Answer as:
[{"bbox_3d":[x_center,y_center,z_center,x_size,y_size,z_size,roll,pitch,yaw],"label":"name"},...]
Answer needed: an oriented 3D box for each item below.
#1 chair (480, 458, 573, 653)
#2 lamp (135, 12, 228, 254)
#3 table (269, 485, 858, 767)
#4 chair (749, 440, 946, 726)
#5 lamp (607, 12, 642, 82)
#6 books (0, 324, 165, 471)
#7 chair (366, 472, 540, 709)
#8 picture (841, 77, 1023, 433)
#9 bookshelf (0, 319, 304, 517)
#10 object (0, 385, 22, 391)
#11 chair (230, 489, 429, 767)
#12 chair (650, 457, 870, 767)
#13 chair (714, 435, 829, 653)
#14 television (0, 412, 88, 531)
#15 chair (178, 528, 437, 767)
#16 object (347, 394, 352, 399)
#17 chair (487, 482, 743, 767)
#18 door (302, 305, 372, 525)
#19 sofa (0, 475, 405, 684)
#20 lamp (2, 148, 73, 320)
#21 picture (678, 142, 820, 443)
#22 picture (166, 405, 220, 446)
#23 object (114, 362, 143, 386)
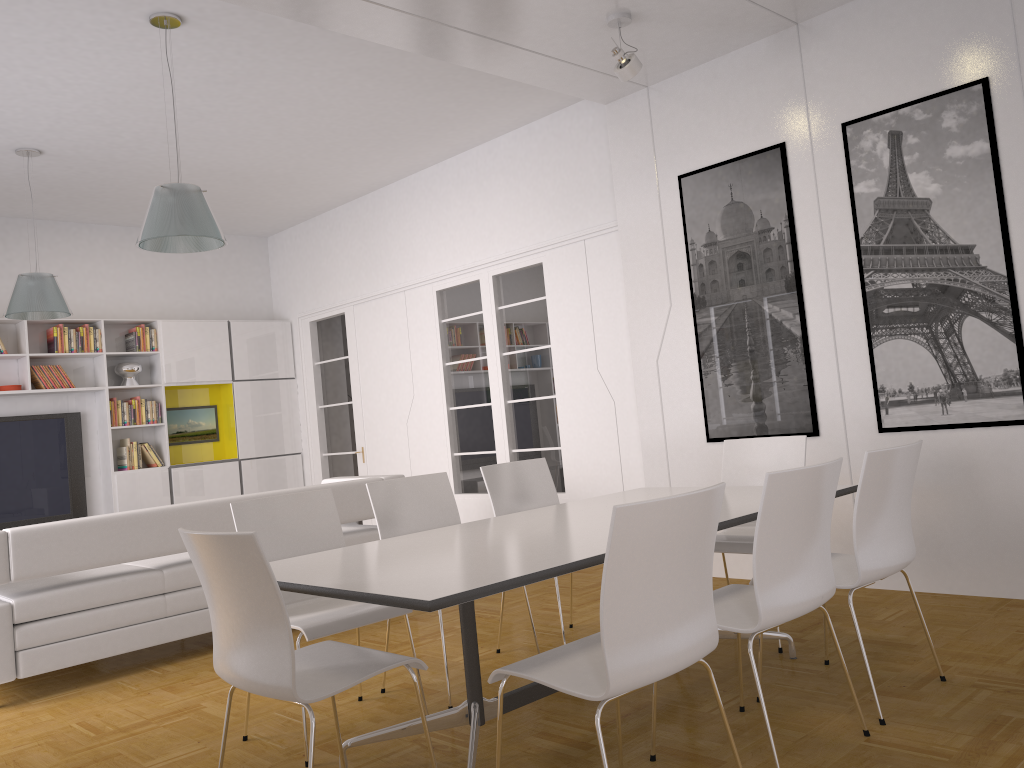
[{"bbox_3d":[0.217,0.855,4.505,0.561,0.932,0.574,-3,-4,-44],"label":"chair"},{"bbox_3d":[-1.828,-1.368,4.792,0.465,1.251,0.464,-2,-5,-44],"label":"lamp"},{"bbox_3d":[0.279,0.910,3.473,2.412,0.723,1.209,-3,-3,-44],"label":"table"},{"bbox_3d":[1.278,0.708,3.377,0.561,0.932,0.574,-3,-4,-44],"label":"chair"},{"bbox_3d":[0.631,-1.869,4.957,0.173,0.365,0.167,-5,-3,-1],"label":"lamp"},{"bbox_3d":[-4.960,0.190,7.580,3.864,1.457,0.235,-3,-4,-44],"label":"books"},{"bbox_3d":[-0.288,0.885,4.019,0.561,0.932,0.574,-3,-4,-44],"label":"chair"},{"bbox_3d":[2.241,-0.646,4.749,0.016,1.782,0.785,-2,-5,-44],"label":"picture"},{"bbox_3d":[-4.401,0.659,8.090,5.367,2.483,0.389,-3,-4,-44],"label":"bookshelf"},{"bbox_3d":[-4.526,0.044,7.999,0.182,0.054,0.182,-8,-3,42],"label":"object"},{"bbox_3d":[-0.764,0.913,3.561,0.561,0.932,0.574,-3,-4,-44],"label":"chair"},{"bbox_3d":[0.802,0.736,2.919,0.561,0.932,0.574,-3,-4,-44],"label":"chair"},{"bbox_3d":[1.168,0.750,4.370,0.575,0.932,0.560,-3,-4,-44],"label":"chair"},{"bbox_3d":[-4.686,0.848,7.880,1.661,1.089,0.082,-3,-4,-44],"label":"television"},{"bbox_3d":[-0.623,0.864,2.645,0.575,0.932,0.560,-3,-4,-44],"label":"chair"},{"bbox_3d":[-1.445,0.708,10.255,0.885,2.007,0.588,-4,-4,-23],"label":"object"},{"bbox_3d":[0.297,0.767,2.433,0.561,0.932,0.574,-3,-4,-44],"label":"chair"},{"bbox_3d":[-1.826,0.469,9.299,0.139,2.457,1.007,-2,-5,-44],"label":"door"},{"bbox_3d":[-1.908,1.123,5.406,2.624,0.850,0.821,-3,-4,-44],"label":"sofa"},{"bbox_3d":[-3.575,-1.127,6.619,0.465,1.251,0.464,-2,-5,-44],"label":"lamp"},{"bbox_3d":[1.458,-0.538,5.570,0.013,1.782,0.785,-2,-5,-44],"label":"picture"},{"bbox_3d":[-3.359,0.432,9.260,0.609,0.388,0.007,-3,-4,-44],"label":"picture"},{"bbox_3d":[-3.780,-0.087,8.751,0.257,0.239,0.256,-4,-3,-36],"label":"object"}]
